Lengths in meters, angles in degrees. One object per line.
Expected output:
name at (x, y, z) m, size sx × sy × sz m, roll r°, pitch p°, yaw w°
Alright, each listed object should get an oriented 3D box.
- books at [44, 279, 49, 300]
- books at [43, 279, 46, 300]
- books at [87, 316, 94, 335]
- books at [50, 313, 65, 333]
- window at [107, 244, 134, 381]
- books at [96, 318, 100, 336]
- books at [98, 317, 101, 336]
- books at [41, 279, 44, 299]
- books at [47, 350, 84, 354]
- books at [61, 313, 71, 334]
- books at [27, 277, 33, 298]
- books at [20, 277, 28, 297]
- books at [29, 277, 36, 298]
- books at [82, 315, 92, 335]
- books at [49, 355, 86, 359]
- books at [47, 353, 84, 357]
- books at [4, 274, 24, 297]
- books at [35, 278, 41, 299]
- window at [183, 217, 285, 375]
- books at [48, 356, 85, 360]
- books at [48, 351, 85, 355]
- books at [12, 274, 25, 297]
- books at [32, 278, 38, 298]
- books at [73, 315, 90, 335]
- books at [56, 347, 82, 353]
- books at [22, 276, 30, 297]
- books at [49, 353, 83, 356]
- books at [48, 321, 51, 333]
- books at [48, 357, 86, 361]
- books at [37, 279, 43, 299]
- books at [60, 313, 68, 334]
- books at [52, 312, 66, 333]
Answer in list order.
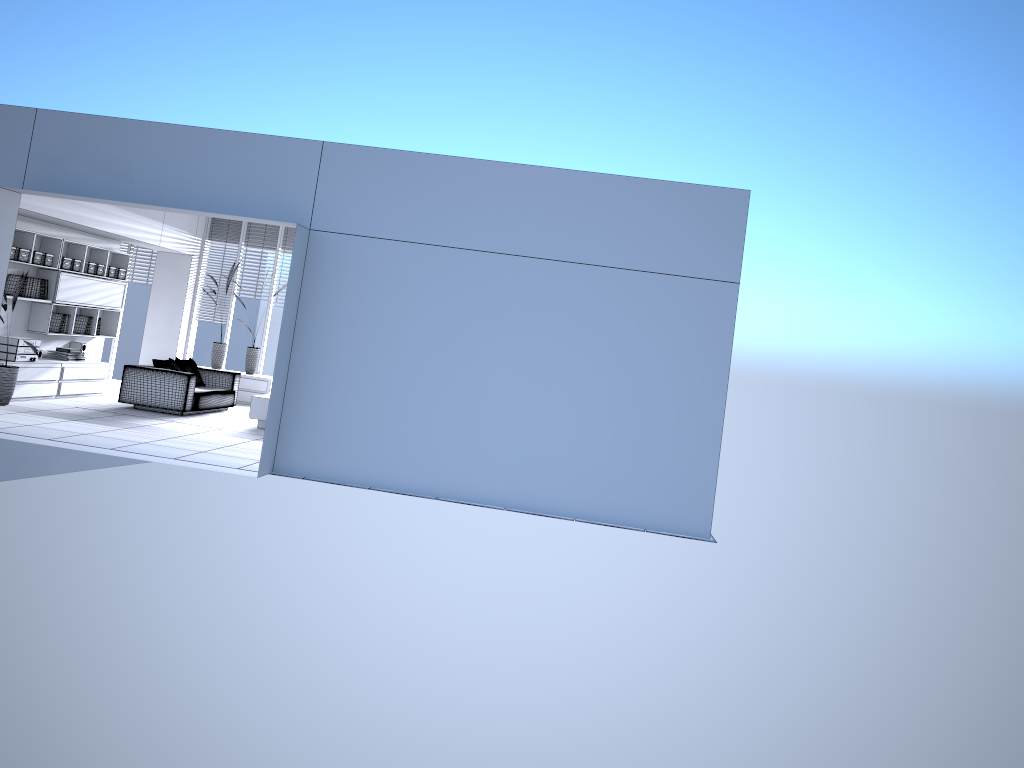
books at (-6.043, -1.220, 11.292) m, size 0.208 × 0.260 × 0.072 m, roll 8°, pitch -4°, yaw 5°
books at (-6.056, -1.218, 11.248) m, size 0.208 × 0.260 × 0.072 m, roll 8°, pitch -4°, yaw 6°
books at (-6.009, -0.829, 12.392) m, size 0.208 × 0.260 × 0.050 m, roll 8°, pitch -4°, yaw 6°
books at (-6.066, -0.812, 11.692) m, size 0.208 × 0.262 × 0.074 m, roll 8°, pitch -4°, yaw 5°
window at (-6.816, -1.624, 14.793) m, size 0.689 × 3.148 × 0.099 m, roll 7°, pitch -4°, yaw 5°
books at (-5.998, -0.832, 12.592) m, size 0.208 × 0.262 × 0.074 m, roll 8°, pitch -4°, yaw 6°
books at (-5.995, -0.833, 12.623) m, size 0.208 × 0.262 × 0.074 m, roll 8°, pitch -4°, yaw 6°
books at (-6.063, -1.220, 11.217) m, size 0.208 × 0.262 × 0.074 m, roll 8°, pitch -4°, yaw 6°
books at (-6.002, -0.426, 11.861) m, size 0.286 × 0.008 × 0.414 m, roll 8°, pitch 2°, yaw 6°
books at (-6.056, -0.816, 11.842) m, size 0.208 × 0.260 × 0.050 m, roll 8°, pitch -4°, yaw 6°
books at (-6.088, -1.215, 10.967) m, size 0.208 × 0.260 × 0.050 m, roll 8°, pitch -4°, yaw 6°
books at (-6.095, -1.212, 10.848) m, size 0.208 × 0.262 × 0.074 m, roll 8°, pitch -4°, yaw 5°
books at (-6.078, -1.215, 11.018) m, size 0.208 × 0.260 × 0.050 m, roll 8°, pitch -4°, yaw 6°
books at (-6.011, -0.827, 12.325) m, size 0.208 × 0.262 × 0.074 m, roll 8°, pitch -4°, yaw 5°
books at (-5.999, -0.366, 11.907) m, size 0.286 × 0.008 × 0.414 m, roll 8°, pitch 2°, yaw 6°
books at (-6.001, -0.387, 11.876) m, size 0.286 × 0.008 × 0.414 m, roll 8°, pitch 2°, yaw 6°
books at (-6.096, -1.208, 10.784) m, size 0.208 × 0.260 × 0.072 m, roll 8°, pitch -4°, yaw 5°
books at (-6.073, -1.218, 11.122) m, size 0.208 × 0.260 × 0.050 m, roll 8°, pitch -4°, yaw 6°
window at (-2.553, -1.028, 14.345) m, size 5.509 × 3.147 × 0.099 m, roll 8°, pitch -4°, yaw 6°
books at (-6.012, -0.348, 11.889) m, size 0.286 × 0.008 × 0.414 m, roll 8°, pitch 2°, yaw 6°
books at (-5.995, -0.415, 11.878) m, size 0.286 × 0.008 × 0.414 m, roll 8°, pitch 2°, yaw 6°
books at (-6.097, -1.211, 10.817) m, size 0.208 × 0.262 × 0.074 m, roll 8°, pitch -4°, yaw 5°
books at (-6.080, -1.217, 11.070) m, size 0.208 × 0.260 × 0.050 m, roll 8°, pitch -4°, yaw 5°
books at (-6.014, -0.826, 12.293) m, size 0.208 × 0.262 × 0.074 m, roll 8°, pitch -4°, yaw 5°
books at (-5.964, -0.452, 11.870) m, size 0.208 × 0.050 × 0.257 m, roll 8°, pitch 2°, yaw 10°
books at (-6.092, -1.214, 10.915) m, size 0.208 × 0.260 × 0.050 m, roll 8°, pitch -4°, yaw 6°
books at (-6.008, -0.398, 11.859) m, size 0.286 × 0.008 × 0.414 m, roll 8°, pitch 2°, yaw 6°
books at (-6.097, -0.806, 11.455) m, size 0.208 × 0.262 × 0.074 m, roll 8°, pitch -4°, yaw 6°
books at (-6.005, -0.338, 11.905) m, size 0.286 × 0.008 × 0.414 m, roll 8°, pitch 2°, yaw 6°
books at (-6.066, -1.219, 11.185) m, size 0.208 × 0.262 × 0.074 m, roll 8°, pitch -4°, yaw 6°
books at (-6.061, -0.815, 11.790) m, size 0.208 × 0.260 × 0.050 m, roll 8°, pitch -4°, yaw 6°
books at (-6.064, -0.813, 11.724) m, size 0.208 × 0.262 × 0.074 m, roll 8°, pitch -4°, yaw 5°
